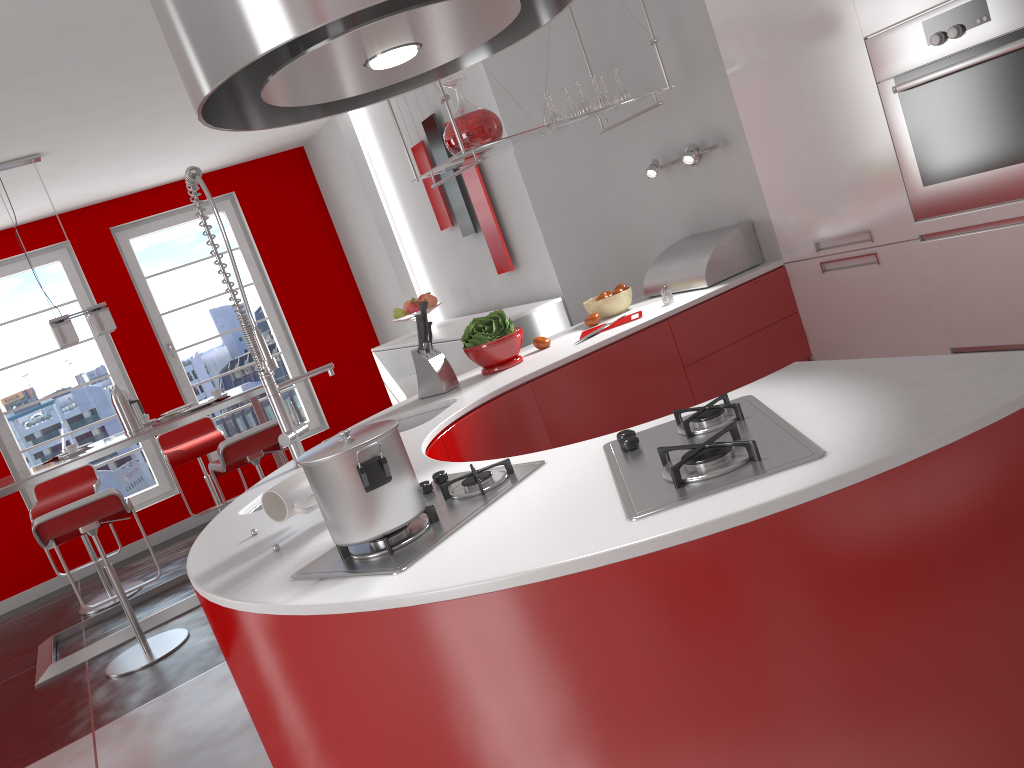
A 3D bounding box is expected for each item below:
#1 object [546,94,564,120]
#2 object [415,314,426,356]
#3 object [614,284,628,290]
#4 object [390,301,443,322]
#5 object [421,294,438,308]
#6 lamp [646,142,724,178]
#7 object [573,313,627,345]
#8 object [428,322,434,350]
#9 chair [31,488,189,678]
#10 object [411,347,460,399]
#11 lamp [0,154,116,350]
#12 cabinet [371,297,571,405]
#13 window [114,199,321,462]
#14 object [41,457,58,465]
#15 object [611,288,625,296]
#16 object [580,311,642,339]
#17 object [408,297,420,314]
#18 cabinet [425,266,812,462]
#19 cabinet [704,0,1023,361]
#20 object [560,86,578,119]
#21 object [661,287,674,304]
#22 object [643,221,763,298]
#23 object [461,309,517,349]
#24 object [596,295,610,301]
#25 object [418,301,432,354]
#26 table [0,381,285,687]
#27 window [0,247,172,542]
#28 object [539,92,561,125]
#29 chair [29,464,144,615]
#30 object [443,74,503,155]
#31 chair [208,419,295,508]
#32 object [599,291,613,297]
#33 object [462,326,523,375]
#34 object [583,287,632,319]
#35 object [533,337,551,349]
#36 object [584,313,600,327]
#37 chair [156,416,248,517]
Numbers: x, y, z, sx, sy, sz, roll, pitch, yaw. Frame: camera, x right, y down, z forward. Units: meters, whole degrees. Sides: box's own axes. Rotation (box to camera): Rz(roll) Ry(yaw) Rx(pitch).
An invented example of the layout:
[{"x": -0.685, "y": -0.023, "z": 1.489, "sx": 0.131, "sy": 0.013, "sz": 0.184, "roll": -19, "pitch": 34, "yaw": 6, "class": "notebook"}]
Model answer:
[{"x": 0.166, "y": -1.055, "z": 3.463, "sx": 0.060, "sy": 0.141, "sz": 0.060, "roll": -12, "pitch": 12, "yaw": 41, "class": "object"}, {"x": -0.314, "y": -0.104, "z": 3.131, "sx": 0.130, "sy": 0.279, "sz": 0.012, "roll": -14, "pitch": 11, "yaw": 35, "class": "object"}, {"x": 0.440, "y": -0.375, "z": 3.594, "sx": 0.055, "sy": 0.058, "sz": 0.066, "roll": -28, "pitch": 12, "yaw": -40, "class": "object"}, {"x": -0.654, "y": -0.445, "z": 6.309, "sx": 0.398, "sy": 0.159, "sz": 0.398, "roll": -16, "pitch": 10, "yaw": 24, "class": "object"}, {"x": -0.577, "y": -0.589, "z": 6.246, "sx": 0.097, "sy": 0.101, "sz": 0.121, "roll": -12, "pitch": 12, "yaw": 42, "class": "object"}, {"x": 0.671, "y": -0.899, "z": 3.564, "sx": 0.155, "sy": 0.081, "sz": 0.454, "roll": -24, "pitch": 10, "yaw": -25, "class": "lamp"}, {"x": 0.331, "y": -0.206, "z": 3.254, "sx": 0.041, "sy": 0.008, "sz": 0.375, "roll": -12, "pitch": 12, "yaw": 41, "class": "object"}, {"x": -0.286, "y": -0.123, "z": 3.173, "sx": 0.091, "sy": 0.197, "sz": 0.009, "roll": -14, "pitch": 11, "yaw": 35, "class": "object"}, {"x": -1.942, "y": 0.937, "z": 4.310, "sx": 0.418, "sy": 0.857, "sz": 0.460, "roll": -23, "pitch": 10, "yaw": -20, "class": "chair"}, {"x": -0.293, "y": -0.054, "z": 3.174, "sx": 0.137, "sy": 0.178, "sz": 0.091, "roll": -13, "pitch": 11, "yaw": 37, "class": "object"}, {"x": -2.560, "y": -0.729, "z": 4.913, "sx": 0.304, "sy": 1.025, "sz": 0.304, "roll": -24, "pitch": 10, "yaw": -25, "class": "lamp"}, {"x": -0.228, "y": 0.027, "z": 5.910, "sx": 0.610, "sy": 0.880, "sz": 1.802, "roll": -24, "pitch": 10, "yaw": -25, "class": "cabinet"}, {"x": -2.376, "y": -0.408, "z": 7.289, "sx": 0.938, "sy": 2.038, "sz": 0.117, "roll": -24, "pitch": 10, "yaw": -25, "class": "window"}, {"x": -2.671, "y": 0.442, "z": 5.122, "sx": 0.095, "sy": 0.012, "sz": 0.234, "roll": -25, "pitch": 10, "yaw": -26, "class": "object"}, {"x": 0.424, "y": -0.355, "z": 3.537, "sx": 0.066, "sy": 0.049, "sz": 0.062, "roll": -25, "pitch": 10, "yaw": -28, "class": "object"}, {"x": 0.370, "y": -0.220, "z": 3.294, "sx": 0.266, "sy": 0.006, "sz": 0.168, "roll": -20, "pitch": 9, "yaw": 1, "class": "object"}, {"x": -0.692, "y": -0.546, "z": 6.199, "sx": 0.097, "sy": 0.133, "sz": 0.117, "roll": -27, "pitch": 11, "yaw": -36, "class": "object"}, {"x": 0.466, "y": 0.277, "z": 2.772, "sx": 1.025, "sy": 0.761, "sz": 1.875, "roll": -17, "pitch": 10, "yaw": 19, "class": "cabinet"}, {"x": 1.788, "y": -0.730, "z": 2.440, "sx": 0.614, "sy": 2.026, "sz": 2.398, "roll": -24, "pitch": 10, "yaw": -25, "class": "cabinet"}, {"x": 0.224, "y": -1.065, "z": 3.401, "sx": 0.060, "sy": 0.141, "sz": 0.060, "roll": -24, "pitch": 10, "yaw": -25, "class": "object"}, {"x": 0.580, "y": -0.334, "z": 3.325, "sx": 0.043, "sy": 0.066, "sz": 0.042, "roll": -22, "pitch": 9, "yaw": -12, "class": "object"}, {"x": 0.743, "y": -0.498, "z": 3.577, "sx": 0.300, "sy": 0.170, "sz": 0.400, "roll": -24, "pitch": 10, "yaw": -25, "class": "object"}, {"x": -0.079, "y": -0.160, "z": 3.211, "sx": 0.198, "sy": 0.182, "sz": 0.193, "roll": -23, "pitch": 10, "yaw": -20, "class": "object"}, {"x": 0.363, "y": -0.331, "z": 3.527, "sx": 0.066, "sy": 0.049, "sz": 0.062, "roll": -23, "pitch": 10, "yaw": -17, "class": "object"}, {"x": -0.297, "y": -0.129, "z": 3.145, "sx": 0.150, "sy": 0.322, "sz": 0.014, "roll": -14, "pitch": 11, "yaw": 35, "class": "object"}, {"x": -2.069, "y": 0.764, "z": 5.143, "sx": 1.700, "sy": 1.000, "sz": 0.800, "roll": -24, "pitch": 10, "yaw": -25, "class": "table"}, {"x": -3.448, "y": 0.076, "z": 6.737, "sx": 0.938, "sy": 2.038, "sz": 0.117, "roll": -24, "pitch": 10, "yaw": -25, "class": "window"}, {"x": 0.143, "y": -1.028, "z": 3.357, "sx": 0.060, "sy": 0.141, "sz": 0.060, "roll": -24, "pitch": 10, "yaw": -25, "class": "object"}, {"x": -2.742, "y": 0.990, "z": 5.703, "sx": 0.418, "sy": 0.857, "sz": 0.460, "roll": -23, "pitch": 10, "yaw": -18, "class": "chair"}, {"x": -0.159, "y": -0.947, "z": 3.133, "sx": 0.213, "sy": 0.266, "sz": 0.213, "roll": -20, "pitch": 9, "yaw": 3, "class": "object"}, {"x": -1.250, "y": 0.625, "z": 4.661, "sx": 0.418, "sy": 0.857, "sz": 0.460, "roll": -25, "pitch": 11, "yaw": -30, "class": "chair"}, {"x": 0.386, "y": -0.349, "z": 3.585, "sx": 0.065, "sy": 0.052, "sz": 0.062, "roll": -28, "pitch": 12, "yaw": -40, "class": "object"}, {"x": -0.053, "y": -0.114, "z": 3.224, "sx": 0.228, "sy": 0.118, "sz": 0.229, "roll": -13, "pitch": 11, "yaw": 35, "class": "object"}, {"x": 0.395, "y": -0.317, "z": 3.571, "sx": 0.201, "sy": 0.086, "sz": 0.201, "roll": -24, "pitch": 10, "yaw": -24, "class": "object"}, {"x": 0.113, "y": -0.156, "z": 3.336, "sx": 0.063, "sy": 0.048, "sz": 0.064, "roll": -12, "pitch": 12, "yaw": 42, "class": "object"}, {"x": 0.315, "y": -0.249, "z": 3.464, "sx": 0.065, "sy": 0.047, "sz": 0.063, "roll": -24, "pitch": 10, "yaw": -26, "class": "object"}, {"x": -2.069, "y": 0.682, "z": 6.072, "sx": 0.418, "sy": 0.857, "sz": 0.460, "roll": -24, "pitch": 10, "yaw": -23, "class": "chair"}]
